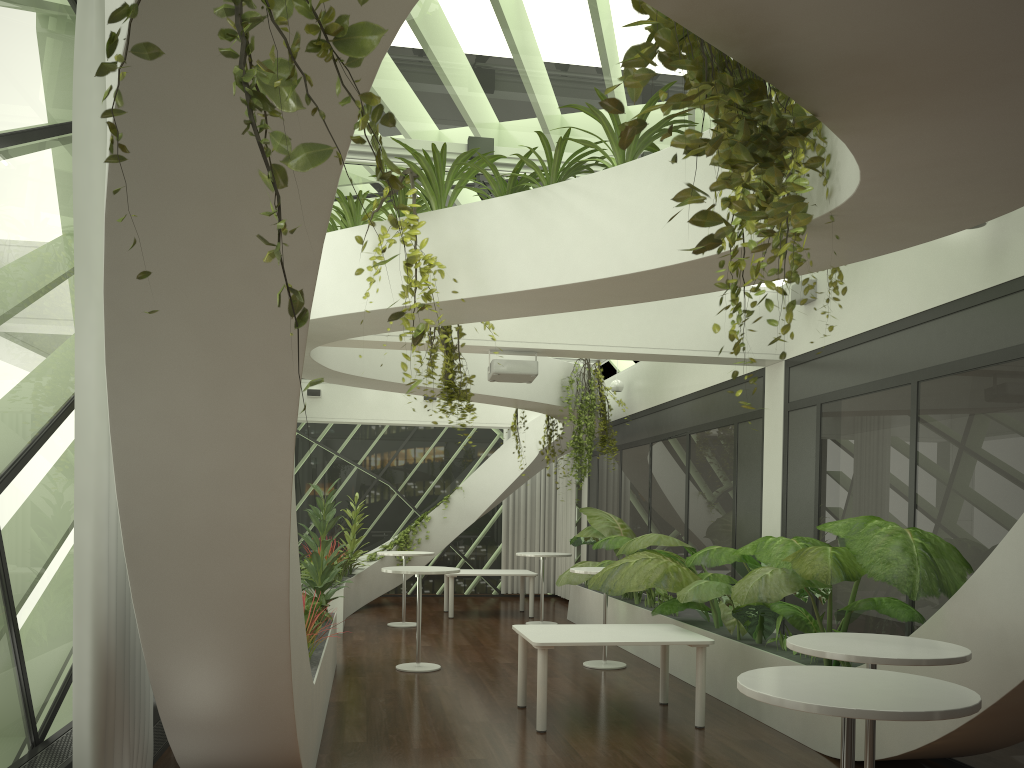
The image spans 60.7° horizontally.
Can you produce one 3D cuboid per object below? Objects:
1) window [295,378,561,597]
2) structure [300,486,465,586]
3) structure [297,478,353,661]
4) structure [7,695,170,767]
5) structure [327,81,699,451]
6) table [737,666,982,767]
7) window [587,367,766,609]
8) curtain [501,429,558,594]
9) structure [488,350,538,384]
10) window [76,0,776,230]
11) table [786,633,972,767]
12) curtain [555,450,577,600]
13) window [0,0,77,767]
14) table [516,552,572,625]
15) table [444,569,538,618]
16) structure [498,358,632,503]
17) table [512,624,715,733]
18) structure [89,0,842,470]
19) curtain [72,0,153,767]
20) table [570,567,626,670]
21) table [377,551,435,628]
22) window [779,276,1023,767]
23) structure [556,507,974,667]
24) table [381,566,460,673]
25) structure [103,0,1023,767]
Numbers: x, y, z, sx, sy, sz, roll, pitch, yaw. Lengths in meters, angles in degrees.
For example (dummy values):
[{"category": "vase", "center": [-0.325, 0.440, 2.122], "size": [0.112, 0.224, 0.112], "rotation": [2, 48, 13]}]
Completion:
[{"category": "window", "center": [-1.720, 1.947, 17.460], "size": [5.741, 4.650, 0.038], "rotation": [2, 1, -10]}, {"category": "structure", "center": [-2.625, 2.429, 14.299], "size": [2.033, 1.666, 4.806], "rotation": [-1, -7, 22]}, {"category": "structure", "center": [-1.800, 1.563, 7.569], "size": [0.854, 1.594, 3.350], "rotation": [1, -6, -10]}, {"category": "structure", "center": [-3.145, 2.821, 9.525], "size": [0.259, 0.502, 15.248], "rotation": [1, -8, -9]}, {"category": "structure", "center": [-0.705, -0.321, 6.291], "size": [4.638, 2.313, 1.450], "rotation": [-5, -5, 44]}, {"category": "table", "center": [1.288, 1.694, 3.333], "size": [0.857, 1.097, 0.858], "rotation": [2, -3, -24]}, {"category": "window", "center": [1.996, 1.960, 12.486], "size": [0.050, 3.230, 7.234], "rotation": [1, -7, -9]}, {"category": "curtain", "center": [0.413, 2.173, 17.587], "size": [1.231, 4.093, 0.159], "rotation": [1, 1, -11]}, {"category": "structure", "center": [0.004, -0.167, 8.301], "size": [0.462, 0.276, 0.390], "rotation": [2, -5, -9]}, {"category": "window", "center": [-0.325, -1.527, 9.211], "size": [5.691, 0.055, 16.845], "rotation": [2, -8, -9]}, {"category": "table", "center": [1.821, 1.859, 4.414], "size": [0.857, 1.097, 0.858], "rotation": [2, -3, -24]}, {"category": "curtain", "center": [1.063, 2.081, 16.883], "size": [0.160, 4.093, 0.998], "rotation": [1, 1, -11]}, {"category": "window", "center": [-3.152, 0.658, 8.775], "size": [0.084, 4.620, 16.877], "rotation": [1, -7, -9]}, {"category": "table", "center": [0.481, 3.154, 13.454], "size": [0.855, 1.097, 0.860], "rotation": [0, -3, 25]}, {"category": "table", "center": [-0.398, 3.500, 14.638], "size": [1.501, 0.718, 1.075], "rotation": [2, -5, -10]}, {"category": "structure", "center": [0.692, 0.610, 12.055], "size": [1.640, 2.074, 1.437], "rotation": [3, -3, -45]}, {"category": "table", "center": [0.815, 2.473, 7.446], "size": [1.501, 0.718, 1.075], "rotation": [2, -5, -10]}, {"category": "structure", "center": [0.278, -0.630, 2.353], "size": [3.224, 1.857, 1.230], "rotation": [7, -5, -44]}, {"category": "curtain", "center": [-1.967, 0.263, 4.407], "size": [0.209, 4.182, 1.086], "rotation": [1, 1, -9]}, {"category": "table", "center": [1.076, 2.650, 9.922], "size": [0.855, 1.097, 0.860], "rotation": [0, -3, 25]}, {"category": "table", "center": [-1.597, 3.070, 13.103], "size": [0.855, 1.097, 0.860], "rotation": [0, -3, 25]}, {"category": "window", "center": [3.247, 0.902, 5.069], "size": [0.050, 3.231, 7.145], "rotation": [1, -7, -9]}, {"category": "structure", "center": [1.453, 2.178, 9.391], "size": [1.783, 1.709, 8.967], "rotation": [2, -8, -10]}, {"category": "table", "center": [-1.002, 2.566, 9.571], "size": [0.855, 1.097, 0.860], "rotation": [0, -3, 25]}, {"category": "structure", "center": [0.325, 0.756, 4.645], "size": [5.918, 4.207, 24.554], "rotation": [1, -8, -4]}]
